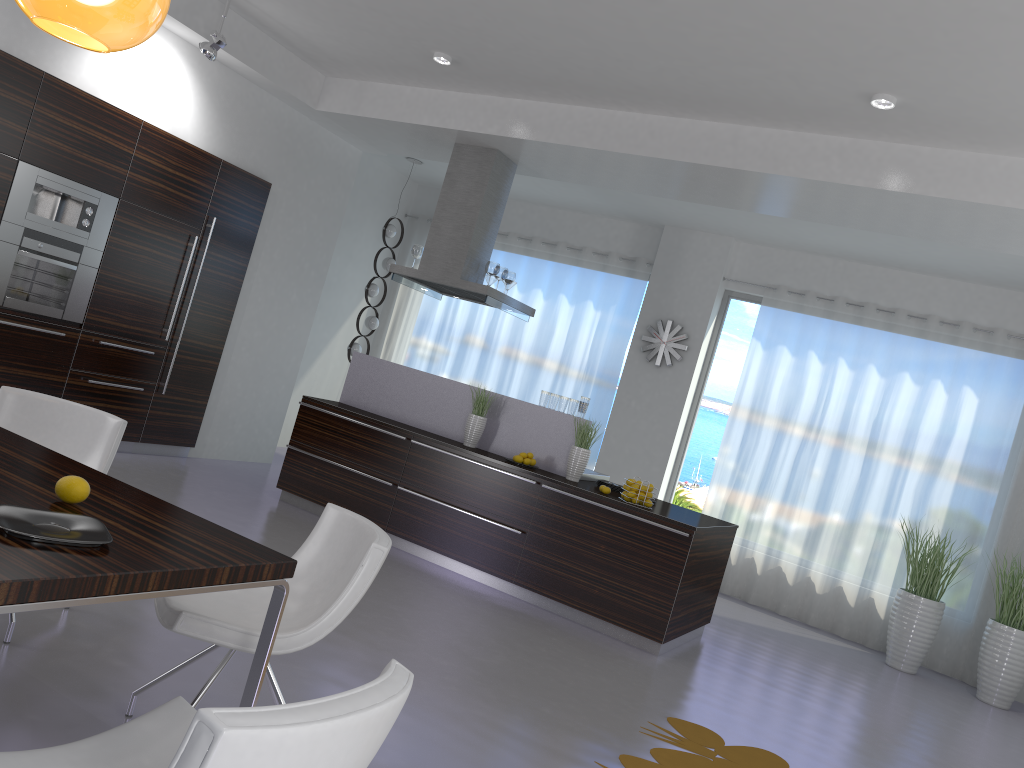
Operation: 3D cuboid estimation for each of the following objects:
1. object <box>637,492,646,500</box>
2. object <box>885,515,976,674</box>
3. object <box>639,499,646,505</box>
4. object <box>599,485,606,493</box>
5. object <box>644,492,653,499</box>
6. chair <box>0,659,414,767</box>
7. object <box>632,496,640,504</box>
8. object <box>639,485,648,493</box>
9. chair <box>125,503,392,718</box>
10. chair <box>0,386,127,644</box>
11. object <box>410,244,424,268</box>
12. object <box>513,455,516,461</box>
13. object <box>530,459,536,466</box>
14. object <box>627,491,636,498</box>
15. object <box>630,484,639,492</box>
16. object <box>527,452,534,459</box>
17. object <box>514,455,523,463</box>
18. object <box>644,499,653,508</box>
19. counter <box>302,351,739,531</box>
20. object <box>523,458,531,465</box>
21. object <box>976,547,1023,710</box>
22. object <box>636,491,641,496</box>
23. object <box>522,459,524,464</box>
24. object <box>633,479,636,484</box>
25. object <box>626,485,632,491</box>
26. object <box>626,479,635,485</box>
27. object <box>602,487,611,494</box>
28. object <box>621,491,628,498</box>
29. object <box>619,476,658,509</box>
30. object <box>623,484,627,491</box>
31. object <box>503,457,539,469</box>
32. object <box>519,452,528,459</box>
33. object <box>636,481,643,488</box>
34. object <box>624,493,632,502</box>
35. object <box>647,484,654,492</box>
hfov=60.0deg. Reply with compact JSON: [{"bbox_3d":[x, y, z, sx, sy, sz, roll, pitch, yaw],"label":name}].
[{"bbox_3d":[0.861,0.746,5.902,0.061,0.055,0.051,16,0,6],"label":"object"},{"bbox_3d":[3.460,1.778,7.527,0.713,1.334,0.656,16,0,27],"label":"object"},{"bbox_3d":[0.875,0.790,5.960,0.061,0.055,0.050,16,0,-17],"label":"object"},{"bbox_3d":[0.627,0.721,6.094,0.053,0.051,0.063,16,0,-4],"label":"object"},{"bbox_3d":[0.912,0.746,5.935,0.061,0.054,0.053,16,0,-17],"label":"object"},{"bbox_3d":[-0.607,0.825,1.555,0.620,0.805,0.508,16,0,27],"label":"chair"},{"bbox_3d":[0.823,0.772,5.900,0.051,0.053,0.063,16,0,35],"label":"object"},{"bbox_3d":[0.878,0.698,5.908,0.051,0.053,0.063,16,-1,40],"label":"object"},{"bbox_3d":[-0.799,0.778,2.778,0.620,0.805,0.508,16,0,-28],"label":"chair"},{"bbox_3d":[-1.908,0.459,3.377,0.508,0.805,0.620,16,0,-3],"label":"chair"},{"bbox_3d":[-0.826,-1.078,7.591,0.125,0.221,0.125,17,-1,-38],"label":"object"},{"bbox_3d":[0.035,0.543,6.432,0.063,0.051,0.053,16,0,31],"label":"object"},{"bbox_3d":[0.146,0.567,6.432,0.063,0.053,0.051,16,0,-23],"label":"object"},{"bbox_3d":[0.793,0.734,5.888,0.061,0.054,0.052,16,0,4],"label":"object"},{"bbox_3d":[0.819,0.693,5.912,0.061,0.052,0.053,16,-1,40],"label":"object"},{"bbox_3d":[0.131,0.520,6.435,0.053,0.048,0.063,16,0,-7],"label":"object"},{"bbox_3d":[0.048,0.542,6.374,0.070,0.058,0.060,16,0,26],"label":"object"},{"bbox_3d":[0.906,0.796,5.910,0.062,0.052,0.053,16,0,-24],"label":"object"},{"bbox_3d":[-0.027,0.775,6.871,3.291,1.300,1.302,16,0,27],"label":"counter"},{"bbox_3d":[0.108,0.560,6.389,0.061,0.054,0.052,16,0,4],"label":"object"},{"bbox_3d":[4.040,1.945,7.256,0.656,1.334,0.713,16,0,12],"label":"object"},{"bbox_3d":[0.850,0.739,5.930,0.051,0.053,0.062,16,0,35],"label":"object"},{"bbox_3d":[0.096,0.558,6.447,0.057,0.060,0.071,16,0,28],"label":"object"},{"bbox_3d":[0.817,0.674,6.029,0.052,0.060,0.057,16,0,15],"label":"object"},{"bbox_3d":[0.795,0.709,5.962,0.062,0.053,0.052,16,0,-1],"label":"object"},{"bbox_3d":[0.798,0.663,5.981,0.053,0.051,0.063,16,0,-16],"label":"object"},{"bbox_3d":[0.641,0.724,6.031,0.063,0.051,0.053,16,0,31],"label":"object"},{"bbox_3d":[0.769,0.749,6.002,0.060,0.057,0.052,16,0,29],"label":"object"},{"bbox_3d":[0.852,0.720,5.967,0.189,0.174,0.207,16,0,-8],"label":"object"},{"bbox_3d":[0.779,0.703,6.022,0.053,0.051,0.063,16,0,-4],"label":"object"},{"bbox_3d":[0.065,0.575,6.419,0.232,0.020,0.232,16,0,36],"label":"object"},{"bbox_3d":[0.082,0.517,6.413,0.061,0.047,0.053,16,0,30],"label":"object"},{"bbox_3d":[0.855,0.677,5.972,0.051,0.053,0.063,16,0,28],"label":"object"},{"bbox_3d":[0.787,0.760,5.944,0.074,0.063,0.064,17,-1,-43],"label":"object"},{"bbox_3d":[0.927,0.699,5.955,0.050,0.060,0.059,16,0,27],"label":"object"}]
